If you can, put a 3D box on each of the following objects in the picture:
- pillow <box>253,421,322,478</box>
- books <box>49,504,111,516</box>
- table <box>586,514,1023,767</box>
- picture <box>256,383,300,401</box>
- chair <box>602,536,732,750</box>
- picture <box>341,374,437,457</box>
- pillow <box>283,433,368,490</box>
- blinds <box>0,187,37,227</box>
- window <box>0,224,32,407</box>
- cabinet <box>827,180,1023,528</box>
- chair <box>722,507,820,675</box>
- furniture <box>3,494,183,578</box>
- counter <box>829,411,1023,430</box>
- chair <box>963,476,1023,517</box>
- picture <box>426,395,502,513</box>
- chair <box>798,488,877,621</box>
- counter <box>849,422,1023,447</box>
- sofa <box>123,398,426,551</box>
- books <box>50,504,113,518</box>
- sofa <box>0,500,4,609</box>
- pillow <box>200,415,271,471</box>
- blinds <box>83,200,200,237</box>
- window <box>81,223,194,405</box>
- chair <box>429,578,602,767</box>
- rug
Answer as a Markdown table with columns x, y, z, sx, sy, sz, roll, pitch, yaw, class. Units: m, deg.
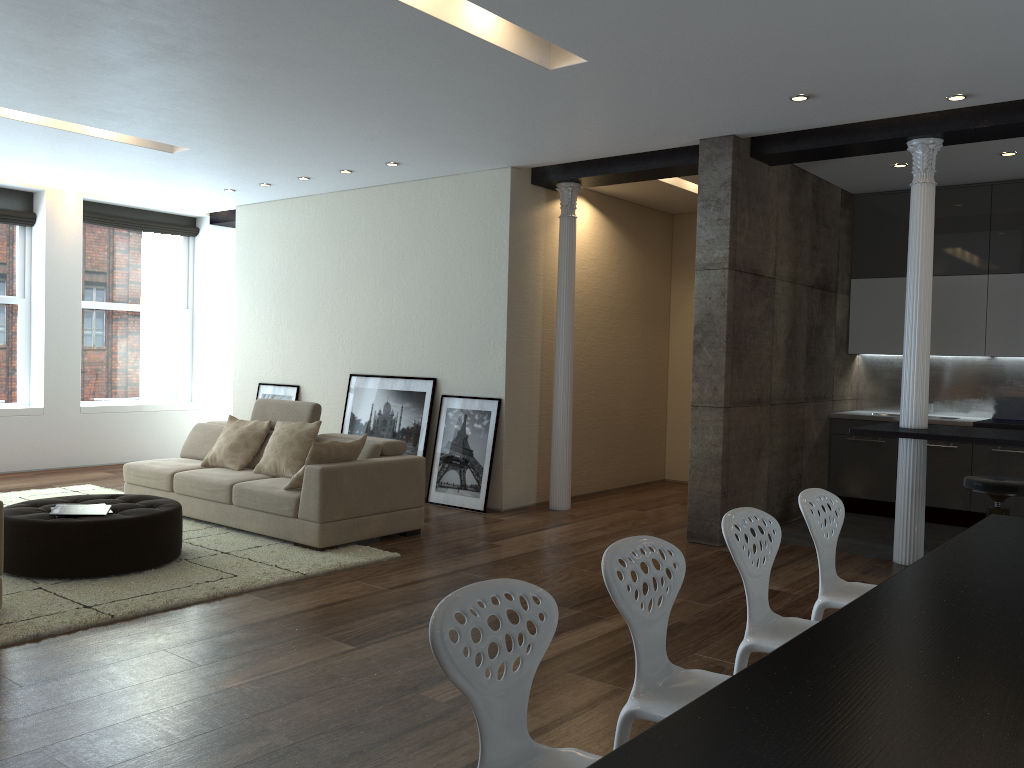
| x | y | z | sx | sy | sz | roll | pitch | yaw | class |
| --- | --- | --- | --- | --- | --- | --- | --- | --- | --- |
| -1.751 | 0.495 | 6.903 | 0.534 | 0.439 | 0.301 | 3 | 2 | 35 | pillow |
| -2.550 | 0.747 | 5.246 | 0.301 | 0.040 | 0.220 | 1 | 2 | -17 | books |
| 1.473 | 0.962 | 2.131 | 1.200 | 0.733 | 3.400 | 3 | 2 | 38 | table |
| -2.613 | 0.496 | 9.627 | 0.700 | 0.988 | 0.195 | 3 | 2 | 38 | picture |
| 0.544 | 0.877 | 2.424 | 0.581 | 0.835 | 0.495 | 3 | 2 | 38 | chair |
| -1.244 | 0.492 | 8.526 | 1.183 | 1.140 | 0.225 | 3 | 2 | 38 | picture |
| -1.303 | 0.549 | 6.246 | 0.395 | 0.393 | 0.518 | 3 | 2 | 35 | pillow |
| -5.639 | -1.887 | 9.060 | 0.156 | 0.393 | 1.442 | 3 | 2 | 38 | blinds |
| -5.715 | -0.875 | 9.129 | 0.123 | 2.400 | 1.443 | 3 | 2 | 38 | window |
| 6.098 | -0.174 | 6.216 | 7.409 | 2.980 | 0.827 | 3 | 2 | 38 | cabinet |
| 1.008 | 0.871 | 2.997 | 0.581 | 0.835 | 0.495 | 3 | 2 | 38 | chair |
| -2.614 | 0.922 | 5.521 | 1.057 | 0.355 | 1.057 | 3 | 2 | 40 | furniture |
| 4.591 | 0.451 | 7.427 | 3.597 | 0.223 | 0.807 | 3 | 2 | 38 | counter |
| 0.274 | 1.041 | 3.253 | 16.134 | 0.952 | 21.556 | 3 | 2 | 38 | chair |
| -0.438 | 0.607 | 7.906 | 0.700 | 0.988 | 0.195 | 3 | 2 | 38 | picture |
| 1.447 | 0.866 | 3.544 | 0.581 | 0.835 | 0.495 | 3 | 2 | 38 | chair |
| 4.005 | 0.384 | 5.150 | 3.700 | 0.040 | 1.000 | 3 | 2 | 38 | counter |
| -1.962 | 0.614 | 7.054 | 2.581 | 0.950 | 1.021 | 3 | 2 | 38 | sofa |
| -2.558 | 0.754 | 5.272 | 0.300 | 0.031 | 0.219 | 0 | 2 | -37 | books |
| -3.790 | 0.637 | 4.743 | 2.581 | 0.950 | 1.021 | 3 | 2 | 38 | sofa |
| -2.249 | 0.480 | 7.281 | 0.519 | 0.416 | 0.368 | 3 | 2 | 34 | pillow |
| -4.457 | -1.955 | 10.552 | 0.156 | 0.275 | 1.563 | 3 | 2 | 38 | blinds |
| -4.535 | -0.890 | 10.622 | 0.123 | 2.400 | 1.563 | 3 | 2 | 38 | window |
| 0.128 | 0.883 | 1.866 | 0.581 | 0.835 | 0.495 | 3 | 2 | 38 | chair |
| -3.325 | 1.074 | 6.055 | 4.231 | 0.020 | 2.972 | 3 | 2 | 38 | rug |
